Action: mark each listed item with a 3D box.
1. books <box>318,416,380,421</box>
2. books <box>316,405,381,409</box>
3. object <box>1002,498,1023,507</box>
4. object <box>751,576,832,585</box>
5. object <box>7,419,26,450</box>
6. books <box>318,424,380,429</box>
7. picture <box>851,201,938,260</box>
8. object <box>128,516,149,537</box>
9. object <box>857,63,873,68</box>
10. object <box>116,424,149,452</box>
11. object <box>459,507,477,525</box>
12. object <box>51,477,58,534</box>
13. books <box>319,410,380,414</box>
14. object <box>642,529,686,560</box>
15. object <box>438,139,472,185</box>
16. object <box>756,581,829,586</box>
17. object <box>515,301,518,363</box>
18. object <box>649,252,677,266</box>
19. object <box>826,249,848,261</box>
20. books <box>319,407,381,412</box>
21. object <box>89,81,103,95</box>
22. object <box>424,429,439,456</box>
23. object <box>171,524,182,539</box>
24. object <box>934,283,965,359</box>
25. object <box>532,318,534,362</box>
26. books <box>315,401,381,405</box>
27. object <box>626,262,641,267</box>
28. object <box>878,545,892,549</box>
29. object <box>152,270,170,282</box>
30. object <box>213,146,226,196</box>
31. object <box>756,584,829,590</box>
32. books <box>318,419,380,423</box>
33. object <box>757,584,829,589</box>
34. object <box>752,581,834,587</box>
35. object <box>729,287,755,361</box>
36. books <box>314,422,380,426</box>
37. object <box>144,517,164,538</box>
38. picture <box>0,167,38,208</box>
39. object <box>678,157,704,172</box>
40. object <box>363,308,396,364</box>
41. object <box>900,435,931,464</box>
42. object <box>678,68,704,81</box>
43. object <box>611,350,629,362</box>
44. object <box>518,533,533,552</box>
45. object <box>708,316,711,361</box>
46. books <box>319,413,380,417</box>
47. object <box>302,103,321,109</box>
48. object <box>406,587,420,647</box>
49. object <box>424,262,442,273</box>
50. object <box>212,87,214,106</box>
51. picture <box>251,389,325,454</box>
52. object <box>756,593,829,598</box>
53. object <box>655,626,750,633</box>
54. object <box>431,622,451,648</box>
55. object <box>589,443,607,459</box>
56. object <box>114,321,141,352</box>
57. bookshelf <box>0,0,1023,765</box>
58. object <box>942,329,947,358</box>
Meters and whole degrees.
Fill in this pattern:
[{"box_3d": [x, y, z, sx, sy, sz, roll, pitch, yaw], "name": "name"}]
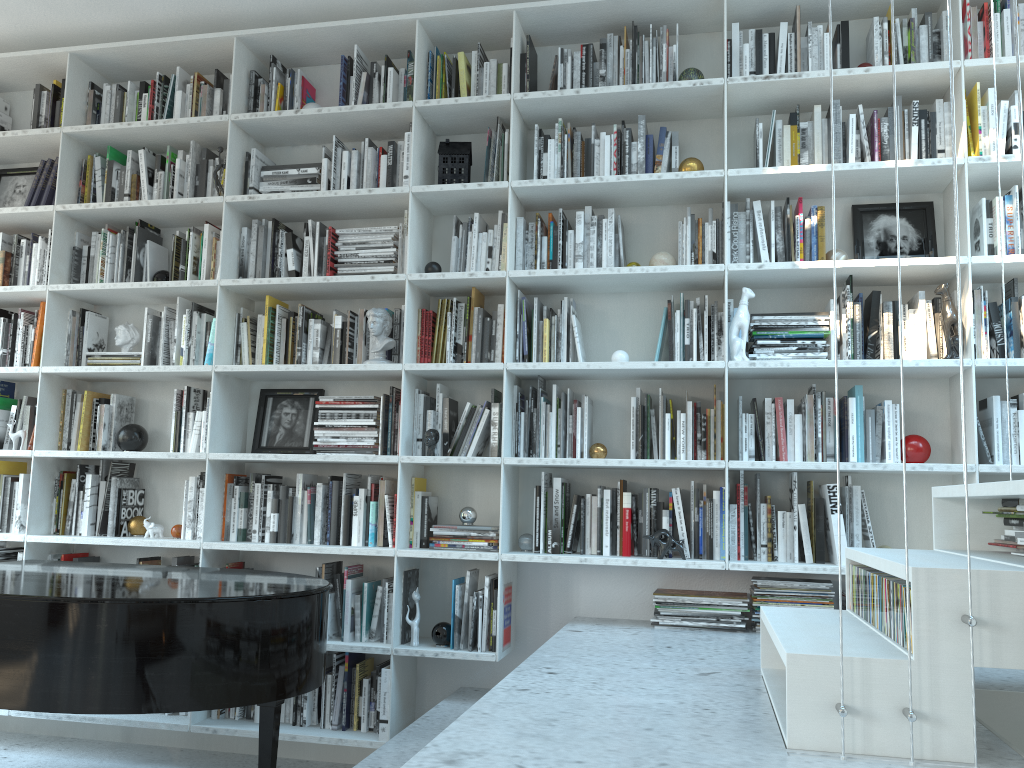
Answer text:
[{"box_3d": [-0.676, 0.151, 3.787, 0.254, 0.012, 0.161, 0, -8, 9], "name": "books"}, {"box_3d": [-0.674, 0.103, 3.795, 0.285, 0.012, 0.159, 0, -8, 14], "name": "books"}, {"box_3d": [1.373, 0.308, 2.289, 0.161, 0.025, 0.174, -1, -8, 16], "name": "object"}, {"box_3d": [1.050, 0.738, 3.334, 0.285, 0.005, 0.159, -1, -8, 17], "name": "object"}, {"box_3d": [-2.211, 0.227, 3.950, 0.081, 0.140, 0.044, 2, -7, -4], "name": "object"}, {"box_3d": [-0.677, 0.187, 3.779, 0.254, 0.012, 0.161, 0, -8, 7], "name": "books"}, {"box_3d": [1.491, -0.566, 3.459, 0.300, 0.299, 0.077, 0, -7, 12], "name": "picture"}, {"box_3d": [-1.655, 0.631, 3.933, 0.091, 0.092, 0.091, 3, -7, -10], "name": "object"}, {"box_3d": [1.358, -1.199, 3.414, 0.071, 0.072, 0.071, 5, -8, -29], "name": "object"}, {"box_3d": [-1.703, 0.246, 3.980, 0.134, 0.135, 0.134, 5, -8, -29], "name": "object"}, {"box_3d": [-0.174, 0.524, 3.527, 0.071, 0.072, 0.071, 5, -8, -29], "name": "object"}, {"box_3d": [-2.030, 0.554, 4.039, 0.012, 0.253, 0.161, 0, -7, 12], "name": "object"}, {"box_3d": [-0.675, 0.127, 3.790, 0.254, 0.012, 0.161, 0, -8, 9], "name": "books"}, {"box_3d": [0.563, 0.594, 3.287, 0.160, 0.113, 0.065, 1, -7, 0], "name": "object"}, {"box_3d": [-0.242, -0.915, 3.750, 0.135, 0.248, 0.135, 1, -7, 2], "name": "object"}, {"box_3d": [1.052, 0.745, 3.342, 0.254, 0.005, 0.161, 0, -8, 13], "name": "object"}, {"box_3d": [0.037, -0.193, 3.692, 0.013, 0.283, 0.135, 0, -7, 12], "name": "object"}, {"box_3d": [0.609, -0.477, 3.579, 0.111, 0.113, 0.111, 3, -7, -10], "name": "object"}, {"box_3d": [1.246, -0.473, 3.411, 0.091, 0.092, 0.091, 5, -8, -29], "name": "object"}, {"box_3d": [-0.675, 0.115, 3.790, 0.254, 0.012, 0.161, 0, -8, 8], "name": "books"}, {"box_3d": [-1.983, -1.281, 4.257, 0.012, 0.284, 0.159, 0, -7, 12], "name": "object"}, {"box_3d": [-0.321, 0.234, 3.534, 0.054, 0.113, 0.079, 0, -7, 11], "name": "object"}, {"box_3d": [-1.445, 0.639, 3.842, 0.061, 0.062, 0.061, 5, -8, -29], "name": "object"}, {"box_3d": [1.579, -0.219, 3.191, 0.075, 0.287, 0.087, 8, -9, -42], "name": "object"}, {"box_3d": [0.104, -0.158, 3.656, 0.013, 0.208, 0.140, 0, -7, 12], "name": "object"}, {"box_3d": [-0.675, 0.090, 3.790, 0.285, 0.012, 0.160, 0, -8, 7], "name": "books"}, {"box_3d": [0.491, -0.459, 3.578, 0.068, 0.068, 0.068, 3, -7, -10], "name": "object"}, {"box_3d": [1.377, 0.632, 3.273, 0.071, 0.072, 0.071, 5, -8, -29], "name": "object"}, {"box_3d": [-1.580, -0.468, 4.023, 0.097, 0.098, 0.097, 5, -8, -29], "name": "object"}, {"box_3d": [-1.282, -0.923, 3.909, 0.075, 0.254, 0.075, 3, -7, -9], "name": "object"}, {"box_3d": [1.052, 0.762, 3.342, 0.254, 0.005, 0.161, 0, -8, 12], "name": "object"}, {"box_3d": [-0.676, 0.163, 3.786, 0.254, 0.012, 0.161, -1, -8, 15], "name": "books"}, {"box_3d": [1.052, 0.756, 3.343, 0.254, 0.005, 0.161, 0, -8, 12], "name": "object"}, {"box_3d": [1.052, 0.751, 3.344, 0.285, 0.005, 0.159, 0, -8, 12], "name": "object"}, {"box_3d": [0.860, -0.219, 3.328, 0.075, 0.287, 0.087, 8, -9, -42], "name": "object"}, {"box_3d": [-0.677, 0.175, 3.780, 0.285, 0.012, 0.159, -1, -8, 17], "name": "books"}, {"box_3d": [-1.552, 0.621, 3.843, 0.060, 0.095, 0.078, -2, -8, 29], "name": "object"}, {"box_3d": [-2.437, -0.924, 4.359, 0.300, 0.299, 0.077, 0, -7, 12], "name": "picture"}, {"box_3d": [0.711, -0.847, 3.518, 0.100, 0.101, 0.100, 3, -7, -10], "name": "object"}, {"box_3d": [-0.544, -0.190, 3.660, 0.137, 0.243, 0.138, 4, -7, -22], "name": "object"}, {"box_3d": [1.484, 0.245, 3.274, 0.115, 0.116, 0.115, 3, -7, -10], "name": "object"}, {"box_3d": [0.719, -1.213, 3.556, 0.104, 0.105, 0.104, 5, -8, -29], "name": "object"}, {"box_3d": [0.430, -0.099, 3.523, 0.071, 0.072, 0.071, 5, -8, -29], "name": "object"}, {"box_3d": [0.059, 0.634, 3.544, 0.071, 0.072, 0.071, 5, -8, -29], "name": "object"}, {"box_3d": [0.785, -0.157, 3.528, 0.014, 0.207, 0.130, 0, -7, 12], "name": "object"}, {"box_3d": [-0.676, 0.139, 3.787, 0.254, 0.012, 0.161, 0, -8, 8], "name": "books"}, {"box_3d": [-0.889, -1.201, 3.959, 0.105, 0.106, 0.105, 3, -7, -10], "name": "object"}, {"box_3d": [-0.385, 0.913, 3.487, 0.053, 0.224, 0.046, -2, -7, 24], "name": "object"}, {"box_3d": [-0.328, -0.472, 3.685, 0.071, 0.072, 0.071, 5, -8, -29], "name": "object"}, {"box_3d": [-1.345, -1.264, 4.113, 0.010, 0.246, 0.157, 0, -7, 12], "name": "object"}, {"box_3d": [-0.987, 0.168, 3.907, 0.300, 0.299, 0.077, 0, -7, 12], "name": "picture"}, {"box_3d": [1.048, 0.788, 3.340, 0.254, 0.005, 0.161, 0, -8, 12], "name": "object"}, {"box_3d": [0.715, 0.923, 3.383, 0.345, 0.007, 0.193, 0, -8, 7], "name": "object"}, {"box_3d": [-0.269, 0.981, 3.477, 0.094, 0.094, 0.093, 5, -8, -29], "name": "object"}, {"box_3d": [0.344, 0.271, 3.532, 0.071, 0.072, 0.071, 5, -8, -29], "name": "object"}, {"box_3d": [-1.767, -0.210, 4.072, 0.095, 0.156, 0.121, -2, -8, 26], "name": "object"}, {"box_3d": [-0.610, 0.029, 3.726, 6.297, 3.138, 0.331, 0, -7, 12], "name": "bookshelf"}, {"box_3d": [1.608, -0.165, 3.320, 0.022, 0.211, 0.179, 0, -7, 12], "name": "object"}]
